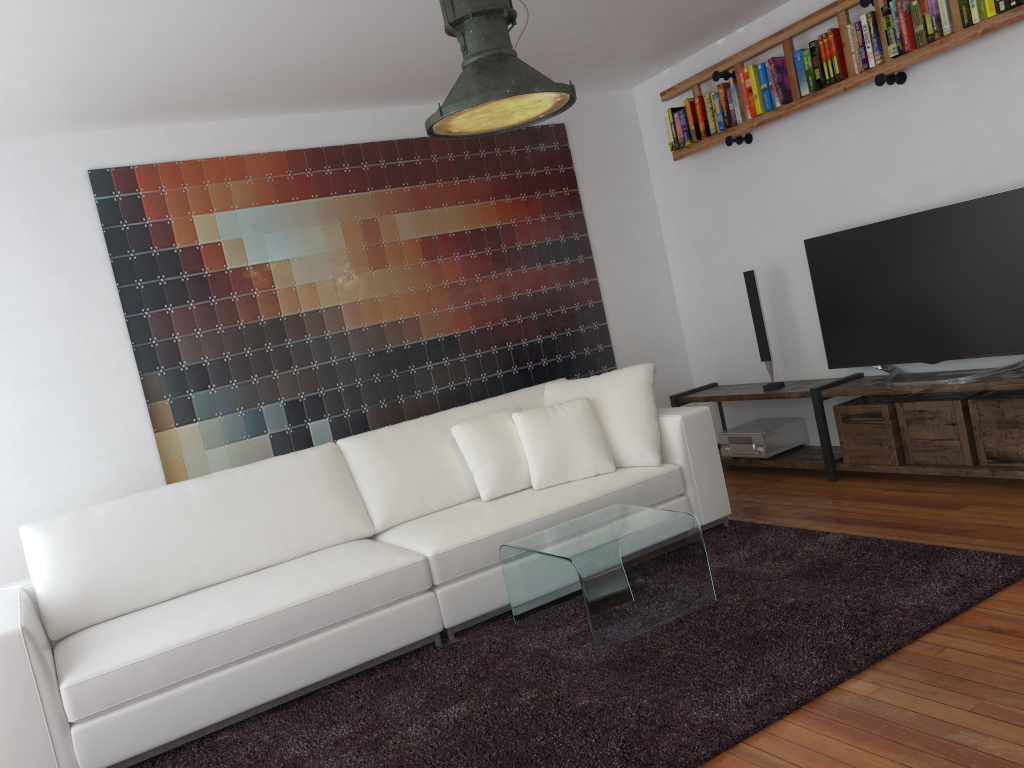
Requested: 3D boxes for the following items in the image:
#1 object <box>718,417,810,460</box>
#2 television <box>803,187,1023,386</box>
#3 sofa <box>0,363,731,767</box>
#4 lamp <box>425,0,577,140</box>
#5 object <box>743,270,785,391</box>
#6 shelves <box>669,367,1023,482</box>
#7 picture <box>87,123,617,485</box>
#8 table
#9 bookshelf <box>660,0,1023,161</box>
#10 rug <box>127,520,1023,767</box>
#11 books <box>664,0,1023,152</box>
[{"bbox_3d":[1.496,0.327,5.273,0.400,0.170,0.350,-15,5,-30],"label":"object"},{"bbox_3d":[1.947,-0.413,4.191,0.298,0.786,1.230,-15,5,-29],"label":"television"},{"bbox_3d":[-0.573,0.639,3.845,3.086,0.842,0.987,-15,5,-29],"label":"sofa"},{"bbox_3d":[-0.099,-1.268,3.292,0.572,0.561,0.572,-14,4,-24],"label":"lamp"},{"bbox_3d":[1.423,-0.308,5.039,0.089,0.687,0.089,-8,6,46],"label":"object"},{"bbox_3d":[2.076,0.197,4.235,0.414,0.506,3.473,-15,5,-29],"label":"shelves"},{"bbox_3d":[-0.612,-0.283,4.953,2.770,2.136,0.007,-15,5,-29],"label":"picture"},{"bbox_3d":[0.347,0.712,3.370,0.551,0.337,0.565,-15,5,-29],"label":"table"},{"bbox_3d":[1.741,-1.635,4.167,0.161,0.465,2.983,-15,5,-29],"label":"bookshelf"},{"bbox_3d":[-0.013,0.999,3.040,3.193,0.019,1.895,-15,5,-29],"label":"rug"},{"bbox_3d":[2.420,-2.581,3.048,0.733,1.974,5.671,-16,5,-40],"label":"books"}]
